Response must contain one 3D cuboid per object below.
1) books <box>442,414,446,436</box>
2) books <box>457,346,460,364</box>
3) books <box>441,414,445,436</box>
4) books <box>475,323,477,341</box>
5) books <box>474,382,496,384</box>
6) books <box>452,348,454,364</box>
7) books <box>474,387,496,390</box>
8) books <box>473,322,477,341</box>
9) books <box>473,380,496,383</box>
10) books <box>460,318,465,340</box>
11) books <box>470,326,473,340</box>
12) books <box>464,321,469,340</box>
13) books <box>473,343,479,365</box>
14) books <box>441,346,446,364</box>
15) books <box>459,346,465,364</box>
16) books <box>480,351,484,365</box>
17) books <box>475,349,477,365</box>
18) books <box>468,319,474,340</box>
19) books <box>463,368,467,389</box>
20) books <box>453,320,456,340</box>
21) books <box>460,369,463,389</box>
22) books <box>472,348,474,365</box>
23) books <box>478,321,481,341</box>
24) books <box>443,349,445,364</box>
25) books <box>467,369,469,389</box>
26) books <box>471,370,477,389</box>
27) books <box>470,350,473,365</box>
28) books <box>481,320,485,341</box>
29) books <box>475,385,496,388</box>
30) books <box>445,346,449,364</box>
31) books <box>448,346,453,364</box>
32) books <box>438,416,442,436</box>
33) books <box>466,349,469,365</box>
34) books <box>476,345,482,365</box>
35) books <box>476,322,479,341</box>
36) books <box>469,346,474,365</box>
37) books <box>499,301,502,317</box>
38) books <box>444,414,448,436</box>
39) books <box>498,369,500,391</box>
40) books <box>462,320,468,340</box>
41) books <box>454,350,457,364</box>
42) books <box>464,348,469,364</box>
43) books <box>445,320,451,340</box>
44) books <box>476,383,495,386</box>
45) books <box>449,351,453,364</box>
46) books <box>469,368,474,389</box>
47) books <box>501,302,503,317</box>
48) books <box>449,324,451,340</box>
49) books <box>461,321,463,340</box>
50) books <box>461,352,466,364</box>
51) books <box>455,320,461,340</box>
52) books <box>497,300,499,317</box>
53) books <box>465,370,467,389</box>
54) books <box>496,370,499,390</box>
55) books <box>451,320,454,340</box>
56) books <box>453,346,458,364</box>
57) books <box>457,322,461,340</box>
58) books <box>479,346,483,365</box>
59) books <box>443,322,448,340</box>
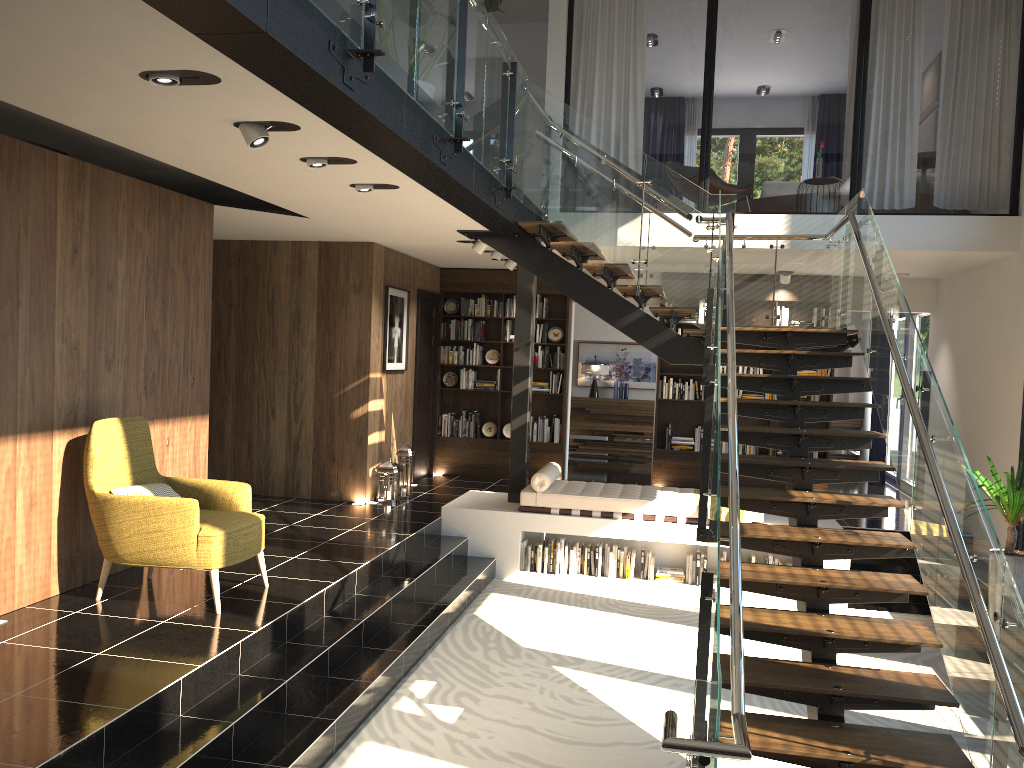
[{"bbox_3d":[-0.879,0.541,11.669,0.014,0.282,0.232,3,2,11],"label":"books"},{"bbox_3d":[-0.678,-0.375,11.605,0.036,0.235,0.169,3,2,11],"label":"books"},{"bbox_3d":[-0.895,0.536,11.704,0.032,0.288,0.179,3,2,11],"label":"books"},{"bbox_3d":[-0.456,-0.677,11.538,0.014,0.230,0.172,3,2,11],"label":"books"},{"bbox_3d":[-0.342,-0.018,11.533,0.293,0.016,0.174,3,2,10],"label":"books"},{"bbox_3d":[-0.754,-0.366,11.642,0.018,0.208,0.126,3,2,11],"label":"books"},{"bbox_3d":[-0.342,0.060,11.546,0.262,0.032,0.154,3,2,13],"label":"books"},{"bbox_3d":[-0.474,-0.683,11.555,0.028,0.240,0.148,3,2,11],"label":"books"},{"bbox_3d":[-0.341,-0.032,11.525,0.292,0.013,0.187,3,2,14],"label":"books"},{"bbox_3d":[-0.644,-0.715,11.576,0.015,0.288,0.154,3,2,11],"label":"books"},{"bbox_3d":[-0.508,-0.658,11.526,0.025,0.188,0.181,3,2,11],"label":"books"},{"bbox_3d":[-0.583,-0.696,11.570,0.032,0.255,0.160,3,2,11],"label":"books"},{"bbox_3d":[-0.465,-0.389,11.542,0.018,0.284,0.198,3,2,11],"label":"books"},{"bbox_3d":[-0.900,-0.380,11.657,0.030,0.224,0.165,3,2,11],"label":"books"},{"bbox_3d":[-0.651,-0.374,11.579,0.026,0.237,0.164,3,2,11],"label":"books"},{"bbox_3d":[-0.387,-0.334,11.543,0.015,0.181,0.136,3,2,11],"label":"books"},{"bbox_3d":[-0.446,-0.352,11.555,0.018,0.211,0.157,3,2,11],"label":"books"},{"bbox_3d":[-0.532,-0.702,11.541,0.033,0.273,0.189,3,2,11],"label":"books"},{"bbox_3d":[-0.612,-0.073,11.575,0.018,0.275,0.144,3,2,11],"label":"books"},{"bbox_3d":[-0.730,-0.708,11.578,0.022,0.267,0.197,3,2,11],"label":"books"},{"bbox_3d":[-0.637,-0.065,11.570,0.026,0.258,0.192,3,2,11],"label":"books"},{"bbox_3d":[-0.484,-0.356,11.572,0.027,0.214,0.159,3,2,11],"label":"books"},{"bbox_3d":[-0.411,-0.692,11.539,0.025,0.263,0.147,3,2,11],"label":"books"},{"bbox_3d":[-0.865,-0.363,11.645,0.045,0.192,0.164,3,2,11],"label":"books"},{"bbox_3d":[-0.557,-0.067,11.584,0.024,0.265,0.147,3,2,11],"label":"books"},{"bbox_3d":[-0.497,-0.058,11.583,0.030,0.253,0.138,3,2,11],"label":"books"},{"bbox_3d":[-0.515,-0.346,11.554,0.025,0.194,0.172,3,2,11],"label":"books"},{"bbox_3d":[-0.381,-0.692,11.534,0.035,0.267,0.133,3,3,11],"label":"books"},{"bbox_3d":[-0.340,0.033,11.547,0.266,0.021,0.152,3,2,10],"label":"books"},{"bbox_3d":[-0.837,-0.381,11.608,0.022,0.235,0.194,3,2,11],"label":"books"},{"bbox_3d":[-0.808,-0.380,11.651,0.018,0.232,0.123,3,2,11],"label":"books"},{"bbox_3d":[-0.928,0.548,11.704,0.032,0.262,0.194,3,2,11],"label":"books"},{"bbox_3d":[-0.557,-0.354,11.547,0.016,0.206,0.204,3,2,11],"label":"books"},{"bbox_3d":[-0.428,-0.375,11.538,0.021,0.260,0.197,3,2,11],"label":"books"},{"bbox_3d":[-0.436,-0.682,11.539,0.024,0.243,0.144,3,2,11],"label":"books"},{"bbox_3d":[-0.533,-0.372,11.569,0.020,0.244,0.154,3,2,11],"label":"books"},{"bbox_3d":[-0.138,-0.962,11.451,0.023,0.202,0.201,3,2,11],"label":"books"},{"bbox_3d":[-0.854,0.541,11.682,0.030,0.283,0.170,3,2,11],"label":"books"},{"bbox_3d":[-0.154,-0.057,11.480,0.018,0.286,0.157,3,2,11],"label":"books"},{"bbox_3d":[-0.613,-0.701,11.549,0.019,0.264,0.175,3,2,11],"label":"books"},{"bbox_3d":[-0.716,-0.349,11.599,0.035,0.181,0.164,3,2,11],"label":"books"},{"bbox_3d":[-0.584,-0.361,11.587,0.053,0.216,0.151,3,2,11],"label":"books"},{"bbox_3d":[-0.825,-0.707,11.628,0.066,0.255,0.127,3,3,11],"label":"books"},{"bbox_3d":[-0.339,0.006,11.546,0.244,0.033,0.142,3,2,7],"label":"books"},{"bbox_3d":[-0.786,-0.347,11.628,0.037,0.169,0.148,3,2,11],"label":"books"},{"bbox_3d":[-0.531,-0.072,11.571,0.032,0.279,0.133,3,3,11],"label":"books"},{"bbox_3d":[-0.109,-0.957,11.479,0.024,0.194,0.182,3,2,11],"label":"books"},{"bbox_3d":[-0.787,-0.679,11.595,0.025,0.204,0.192,3,2,11],"label":"books"},{"bbox_3d":[-0.628,-0.698,11.571,0.018,0.256,0.172,3,2,11],"label":"books"},{"bbox_3d":[-0.625,-0.338,11.588,0.026,0.167,0.173,3,2,11],"label":"books"},{"bbox_3d":[-0.705,-0.704,11.578,0.027,0.261,0.181,3,2,11],"label":"books"},{"bbox_3d":[-0.166,-0.969,11.471,0.039,0.212,0.172,3,2,11],"label":"books"},{"bbox_3d":[-0.583,-0.058,11.596,0.031,0.245,0.120,3,3,11],"label":"books"},{"bbox_3d":[-0.174,-0.047,11.509,0.032,0.262,0.157,3,2,11],"label":"books"},{"bbox_3d":[-0.757,-0.703,11.587,0.035,0.255,0.183,3,2,11],"label":"books"},{"bbox_3d":[-0.736,-0.379,11.631,0.019,0.236,0.139,3,2,11],"label":"books"},{"bbox_3d":[-0.677,-0.693,11.553,0.039,0.243,0.179,3,2,11],"label":"books"},{"bbox_3d":[-0.402,-0.367,11.555,0.023,0.245,0.133,3,2,11],"label":"books"},{"bbox_3d":[-0.873,-0.697,11.618,0.023,0.231,0.143,3,2,11],"label":"books"}]
